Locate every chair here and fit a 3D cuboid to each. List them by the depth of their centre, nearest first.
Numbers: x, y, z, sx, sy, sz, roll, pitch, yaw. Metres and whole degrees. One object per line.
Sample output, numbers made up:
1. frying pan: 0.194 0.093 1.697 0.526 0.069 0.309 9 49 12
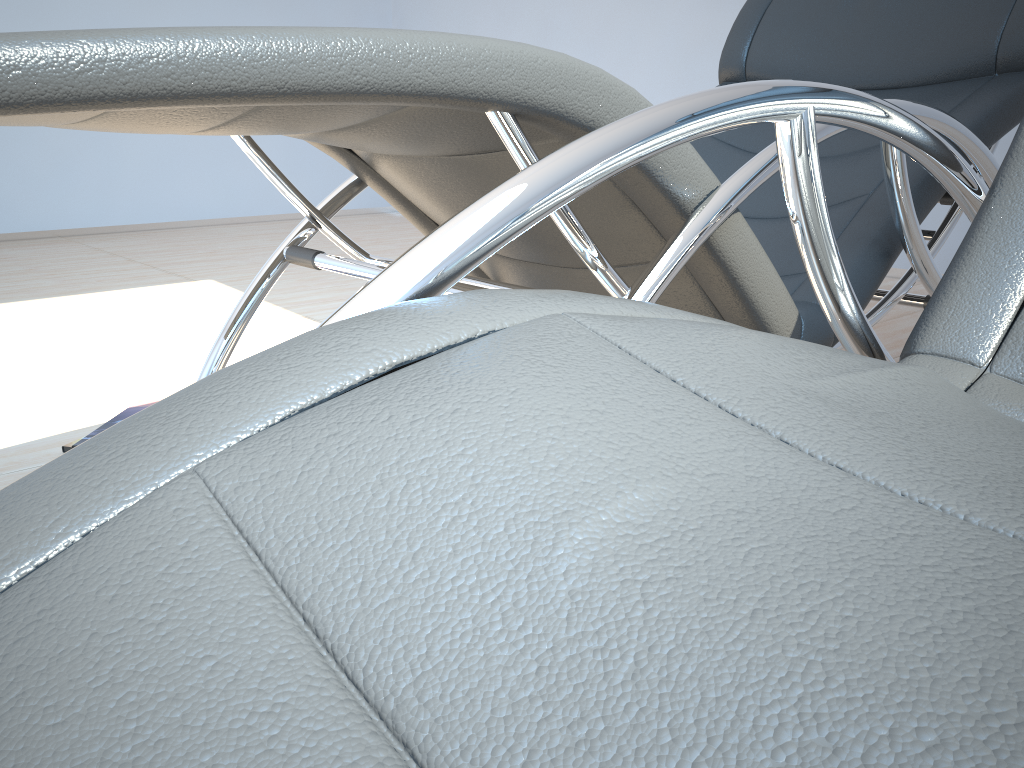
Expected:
1. chair: 0.475 -0.122 0.459 1.938 1.251 0.836 -14 22 -39
2. chair: 0.212 -0.284 1.525 2.114 0.953 0.836 -14 22 -39

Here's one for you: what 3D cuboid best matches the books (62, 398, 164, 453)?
1. books: -0.810 0.461 0.290 1.045 0.222 4.790 5 17 15
